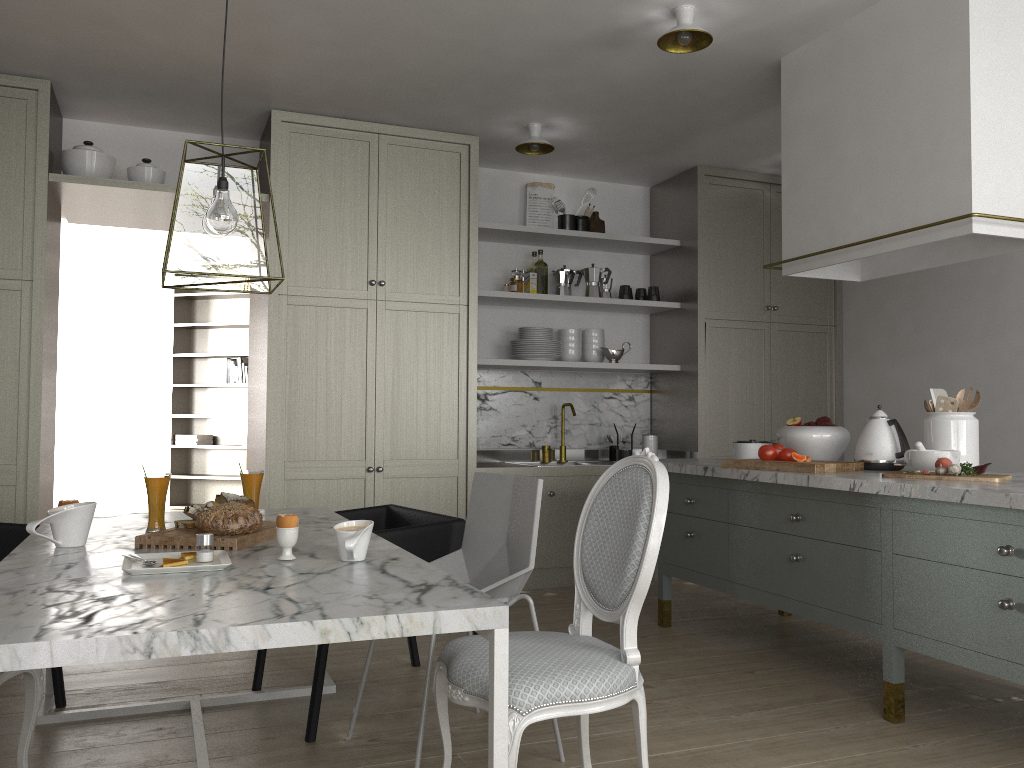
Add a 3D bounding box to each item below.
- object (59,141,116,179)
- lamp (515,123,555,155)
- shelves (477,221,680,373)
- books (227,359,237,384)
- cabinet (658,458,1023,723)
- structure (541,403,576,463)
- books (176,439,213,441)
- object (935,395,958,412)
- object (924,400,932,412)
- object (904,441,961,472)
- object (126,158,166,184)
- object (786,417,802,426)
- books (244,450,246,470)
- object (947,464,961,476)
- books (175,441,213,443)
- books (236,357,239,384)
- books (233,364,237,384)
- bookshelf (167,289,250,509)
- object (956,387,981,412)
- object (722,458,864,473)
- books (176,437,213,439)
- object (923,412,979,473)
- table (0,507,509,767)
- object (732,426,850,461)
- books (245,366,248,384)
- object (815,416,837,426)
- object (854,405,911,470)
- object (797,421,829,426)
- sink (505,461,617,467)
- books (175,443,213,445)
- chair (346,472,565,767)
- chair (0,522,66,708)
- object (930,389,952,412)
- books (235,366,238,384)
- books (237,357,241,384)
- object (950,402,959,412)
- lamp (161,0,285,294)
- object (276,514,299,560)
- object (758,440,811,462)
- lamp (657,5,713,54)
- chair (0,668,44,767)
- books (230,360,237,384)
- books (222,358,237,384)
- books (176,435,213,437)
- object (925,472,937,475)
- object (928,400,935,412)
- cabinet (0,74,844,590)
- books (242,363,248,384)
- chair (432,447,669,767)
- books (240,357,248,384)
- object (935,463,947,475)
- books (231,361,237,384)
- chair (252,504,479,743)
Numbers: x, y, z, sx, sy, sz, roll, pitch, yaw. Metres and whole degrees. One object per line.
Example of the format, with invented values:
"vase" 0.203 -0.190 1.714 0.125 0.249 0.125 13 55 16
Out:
"object" -1.980 -1.026 4.140 0.241 0.214 0.243 1 -2 -17
"lamp" 0.115 -1.234 4.448 0.197 0.130 0.197 0 -2 13
"shelves" 0.311 -0.474 5.174 1.339 0.775 0.352 1 -2 -22
"books" -2.720 -0.116 8.693 0.044 0.243 0.182 0 -2 18
"cabinet" 1.357 0.665 3.027 0.870 0.721 2.360 1 -2 -22
"structure" 0.265 0.284 5.157 0.167 0.347 0.195 1 -2 -14
"books" -3.143 0.552 8.776 0.274 0.019 0.232 -1 -2 21
"object" 1.496 0.172 3.100 0.054 0.262 0.149 1 -2 -7
"object" 1.510 0.178 3.120 0.061 0.251 0.117 2 -3 -42
"object" 1.415 0.248 2.986 0.172 0.110 0.159 -1 -3 23
"object" -1.746 -0.994 4.233 0.174 0.161 0.176 1 -2 -17
"object" 1.121 0.153 3.526 0.061 0.048 0.054 -1 -3 32
"books" -2.526 0.768 8.563 0.021 0.258 0.174 0 -2 18
"object" 1.348 0.261 2.702 0.037 0.036 0.035 2 -3 -34
"books" -3.143 0.572 8.775 0.269 0.019 0.232 -1 -3 24
"books" -2.622 -0.125 8.664 0.036 0.259 0.189 0 -2 18
"books" -2.663 -0.092 8.646 0.041 0.192 0.133 0 -2 18
"bookshelf" -1.631 0.011 8.384 3.513 2.402 0.300 0 -2 16
"object" 1.586 0.158 3.142 0.131 0.296 0.056 0 -2 -2
"object" 1.015 0.295 3.225 0.290 0.030 0.400 2 -3 -37
"books" -3.143 0.533 8.777 0.266 0.019 0.232 -1 -3 23
"object" 1.541 0.204 3.114 0.174 0.208 0.174 1 -2 -4
"table" -0.741 0.689 2.155 0.870 0.583 1.781 1 -2 -22
"object" 1.136 0.248 3.590 0.491 0.156 0.364 -2 -3 45
"books" -2.541 -0.084 8.626 0.043 0.175 0.144 0 -2 18
"object" 1.236 0.172 3.477 0.071 0.091 0.167 0 -2 4
"object" 1.341 0.194 3.228 0.178 0.236 0.204 0 -2 15
"object" 1.179 0.184 3.488 0.135 0.074 0.154 1 -3 -26
"sink" 0.455 0.538 5.070 0.877 0.174 0.475 1 -2 -22
"books" -3.143 0.592 8.775 0.265 0.019 0.232 -1 -3 23
"chair" -0.164 0.627 2.428 0.439 0.745 0.470 2 -3 -32
"chair" -1.654 0.694 2.463 0.609 0.597 0.569 1 -2 -7
"object" 1.543 0.159 3.126 0.064 0.290 0.141 1 -2 -8
"books" -2.643 -0.084 8.636 0.040 0.175 0.118 0 -2 18
"books" -2.605 -0.124 8.661 0.051 0.258 0.189 0 -2 18
"object" 1.579 0.181 3.146 0.050 0.247 0.114 1 -2 -17
"lamp" -0.802 -0.829 2.477 0.584 1.108 0.584 1 -2 -7
"object" -0.499 0.337 1.971 0.050 0.101 0.050 1 -2 -15
"object" 1.001 0.243 3.226 0.135 0.079 0.194 2 -3 -33
"lamp" 0.620 -1.282 3.182 0.197 0.130 0.197 0 -2 13
"chair" -1.374 0.549 1.926 0.505 0.833 0.480 0 -2 11
"books" -2.696 -0.110 8.690 0.018 0.230 0.194 0 -2 18
"books" -2.762 -0.123 8.709 0.047 0.257 0.189 0 -2 18
"books" -3.143 0.513 8.778 0.268 0.019 0.232 -1 -3 23
"object" 1.292 0.276 2.741 0.043 0.008 0.059 0 -2 20
"object" 1.546 0.180 3.154 0.118 0.250 0.033 0 -2 19
"cabinet" -0.659 -0.092 4.895 5.433 2.377 0.947 1 -2 -22
"books" -2.565 -0.099 8.636 0.045 0.207 0.162 0 -2 18
"chair" 0.094 0.562 2.015 0.505 0.833 0.480 1 -3 -24
"books" -2.584 -0.125 8.656 0.046 0.259 0.199 0 -2 18
"object" 1.320 0.261 2.730 0.034 0.037 0.033 3 -3 -44
"books" -2.681 -0.106 8.686 0.030 0.223 0.189 0 -2 18
"chair" -0.454 0.717 2.862 0.609 0.597 0.569 2 -3 -32
